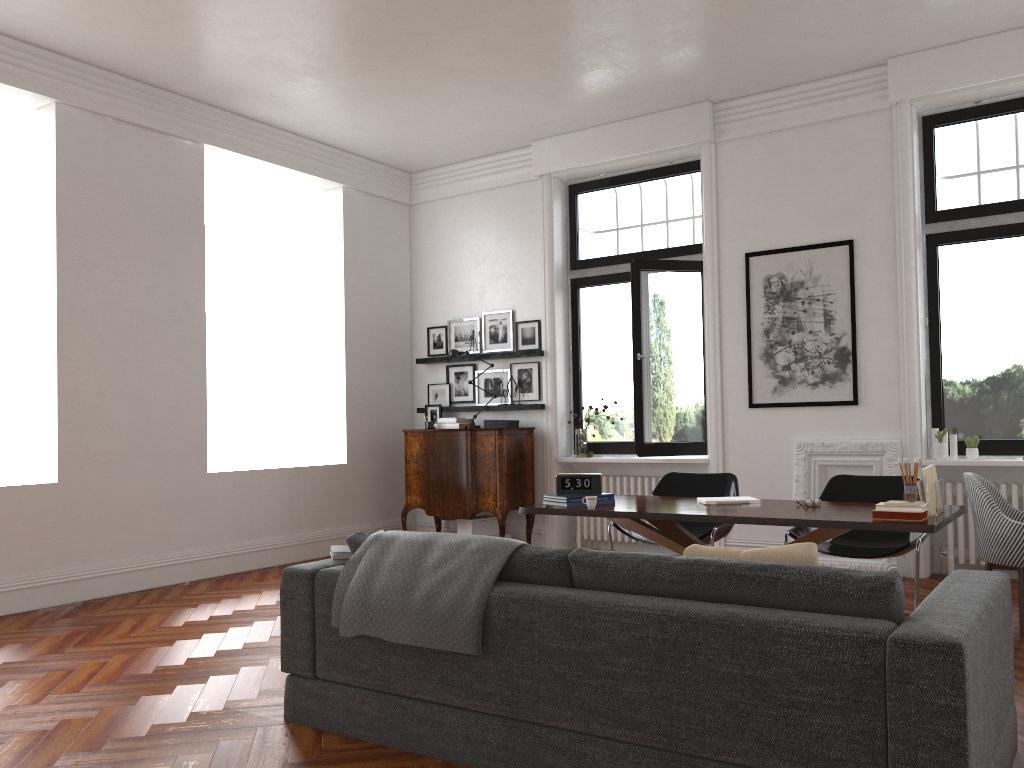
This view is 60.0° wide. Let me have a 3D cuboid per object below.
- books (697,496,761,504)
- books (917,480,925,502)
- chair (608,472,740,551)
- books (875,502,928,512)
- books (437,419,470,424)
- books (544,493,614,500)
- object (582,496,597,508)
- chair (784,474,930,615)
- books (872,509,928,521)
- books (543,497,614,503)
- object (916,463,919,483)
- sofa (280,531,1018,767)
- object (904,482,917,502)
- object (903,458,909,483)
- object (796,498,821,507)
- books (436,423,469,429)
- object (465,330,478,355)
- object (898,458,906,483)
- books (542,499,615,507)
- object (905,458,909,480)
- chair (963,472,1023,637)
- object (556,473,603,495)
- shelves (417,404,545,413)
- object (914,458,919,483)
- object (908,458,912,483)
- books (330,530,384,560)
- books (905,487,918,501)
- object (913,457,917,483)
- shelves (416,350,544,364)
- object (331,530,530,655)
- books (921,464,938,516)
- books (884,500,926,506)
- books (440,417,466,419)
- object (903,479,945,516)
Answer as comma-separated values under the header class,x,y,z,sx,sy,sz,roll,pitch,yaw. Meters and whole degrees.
class,x,y,z,sx,sy,sz,roll,pitch,yaw
books,1.280,0.691,5.249,0.325,0.026,0.231,-1,-3,-1
books,2.083,0.566,4.487,0.041,0.157,0.128,-2,-2,34
chair,1.151,1.053,6.002,0.753,0.872,0.746,-2,-2,34
books,1.854,0.586,4.219,0.207,0.028,0.164,-3,-3,32
books,-0.577,0.374,8.909,0.239,0.044,0.254,-3,-3,34
books,0.398,0.668,5.306,0.344,0.017,0.250,0,-3,-31
object,0.447,0.673,5.047,0.064,0.065,0.082,0,-3,-35
chair,2.124,1.004,5.342,0.753,0.872,0.746,-2,-2,34
books,1.846,0.620,4.219,0.216,0.040,0.159,-3,-3,36
books,0.398,0.685,5.305,0.344,0.017,0.250,0,-3,-31
object,1.925,0.447,4.221,0.008,0.195,0.038,0,-2,-30
sofa,0.452,1.020,3.559,2.646,0.828,1.262,-3,-3,34
object,1.904,0.516,4.234,0.058,0.091,0.058,-2,-2,21
object,1.881,0.450,4.218,0.049,0.193,0.008,0,-2,-32
object,1.655,0.654,4.919,0.114,0.047,0.133,-1,-2,-3
books,-0.580,0.424,8.904,0.294,0.057,0.229,-3,-3,34
object,-0.413,-0.423,9.110,0.174,0.260,0.040,-2,-2,34
object,1.880,0.451,4.252,0.049,0.193,0.008,-2,-2,38
books,0.399,0.707,5.320,0.347,0.027,0.264,0,-3,-31
object,1.904,0.451,4.264,0.008,0.193,0.049,-1,-1,3
chair,2.972,0.975,5.211,0.548,0.899,0.716,-2,-2,27
object,0.398,0.596,5.275,0.275,0.125,0.082,-1,-2,8
shelves,-0.342,0.253,9.043,1.515,0.055,0.156,-3,-3,34
object,1.917,0.448,4.213,0.008,0.194,0.044,0,-2,-26
object,1.892,0.447,4.211,0.036,0.195,0.008,0,-2,-44
books,-0.689,0.735,4.071,0.278,0.096,0.225,0,-3,-14
books,2.021,0.588,4.477,0.028,0.124,0.221,-2,-2,34
object,1.926,0.448,4.248,0.032,0.195,0.008,-1,-1,-12
shelves,-0.352,-0.270,9.054,1.515,0.055,0.158,-3,-3,34
object,-0.321,0.794,3.499,0.752,0.387,0.400,-3,-3,34
books,2.106,0.529,4.448,0.043,0.239,0.310,-2,-2,34
books,1.870,0.566,4.222,0.159,0.008,0.128,-3,-3,35
books,-0.593,0.345,8.894,0.201,0.014,0.179,-3,-3,34
object,2.065,0.563,4.443,0.150,0.166,0.228,-2,-3,34
